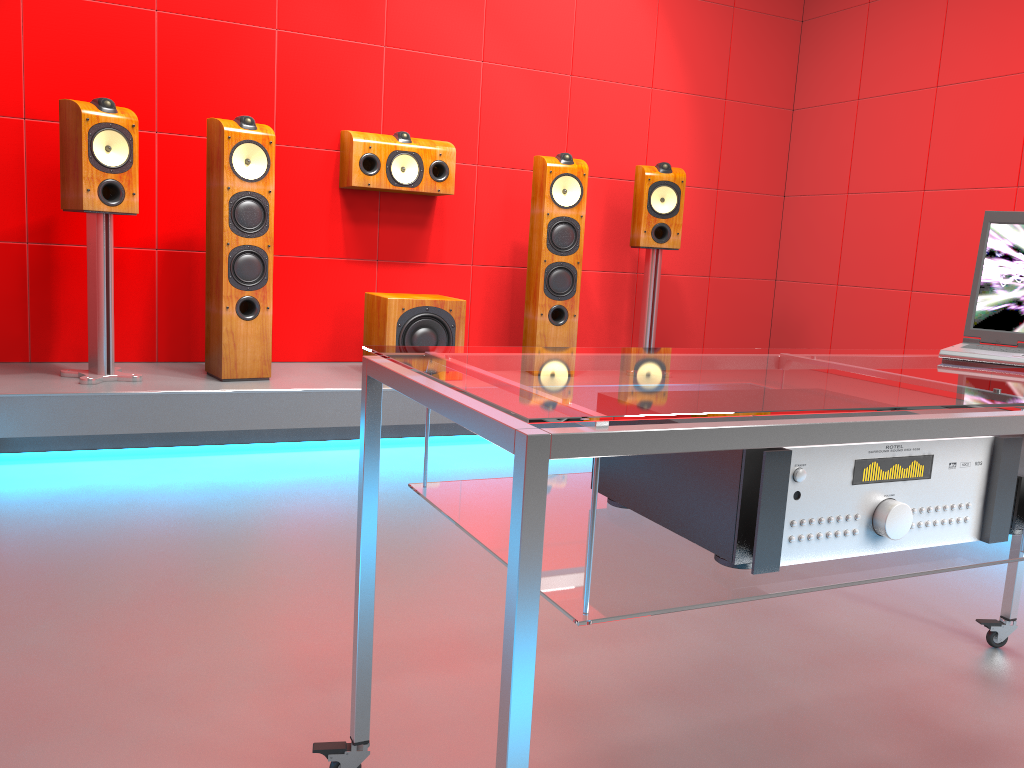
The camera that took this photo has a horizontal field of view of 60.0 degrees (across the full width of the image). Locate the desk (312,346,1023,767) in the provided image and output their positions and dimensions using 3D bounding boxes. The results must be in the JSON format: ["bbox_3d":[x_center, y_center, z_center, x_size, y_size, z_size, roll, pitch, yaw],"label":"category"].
[{"bbox_3d":[0.555,0.319,1.425,1.617,0.690,0.594,-1,10,-25],"label":"desk"}]

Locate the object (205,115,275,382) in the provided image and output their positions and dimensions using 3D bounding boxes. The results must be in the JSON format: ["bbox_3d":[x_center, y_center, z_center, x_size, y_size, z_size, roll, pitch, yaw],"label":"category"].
[{"bbox_3d":[-1.111,-0.548,3.618,0.203,1.052,0.238,-3,11,-35],"label":"object"}]

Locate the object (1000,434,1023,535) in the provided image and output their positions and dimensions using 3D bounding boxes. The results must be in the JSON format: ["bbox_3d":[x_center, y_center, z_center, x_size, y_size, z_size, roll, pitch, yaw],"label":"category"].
[{"bbox_3d":[0.836,0.148,1.459,0.435,0.092,0.365,-1,10,-25],"label":"object"}]

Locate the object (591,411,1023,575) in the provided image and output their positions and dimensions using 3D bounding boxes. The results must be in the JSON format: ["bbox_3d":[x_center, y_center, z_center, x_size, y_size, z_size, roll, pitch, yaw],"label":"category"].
[{"bbox_3d":[0.394,0.121,1.240,0.431,0.158,0.371,-1,10,-25],"label":"object"}]

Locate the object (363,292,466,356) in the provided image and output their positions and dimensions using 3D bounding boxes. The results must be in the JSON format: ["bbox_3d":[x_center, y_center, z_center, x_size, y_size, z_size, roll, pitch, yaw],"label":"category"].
[{"bbox_3d":[-0.444,-0.215,3.992,0.360,0.360,0.360,-1,10,-25],"label":"object"}]

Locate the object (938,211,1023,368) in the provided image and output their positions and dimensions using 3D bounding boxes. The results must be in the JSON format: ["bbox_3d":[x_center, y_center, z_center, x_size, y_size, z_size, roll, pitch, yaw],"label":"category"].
[{"bbox_3d":[0.998,-0.174,1.594,0.342,0.285,0.340,9,10,34],"label":"object"}]

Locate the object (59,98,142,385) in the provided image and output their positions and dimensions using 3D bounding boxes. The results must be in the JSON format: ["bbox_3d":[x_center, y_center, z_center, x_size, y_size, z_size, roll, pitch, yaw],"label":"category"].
[{"bbox_3d":[-1.578,-0.544,3.396,0.265,1.058,0.231,12,12,44],"label":"object"}]

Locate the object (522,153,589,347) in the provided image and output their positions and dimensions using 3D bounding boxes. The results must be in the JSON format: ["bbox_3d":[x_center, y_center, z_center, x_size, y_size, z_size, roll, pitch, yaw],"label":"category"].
[{"bbox_3d":[0.203,-0.568,4.265,0.203,1.052,0.238,1,9,-15],"label":"object"}]

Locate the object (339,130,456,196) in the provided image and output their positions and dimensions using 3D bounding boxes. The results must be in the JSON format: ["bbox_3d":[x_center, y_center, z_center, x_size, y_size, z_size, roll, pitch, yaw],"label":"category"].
[{"bbox_3d":[-0.535,-1.042,4.164,0.493,0.271,0.235,-1,10,-25],"label":"object"}]

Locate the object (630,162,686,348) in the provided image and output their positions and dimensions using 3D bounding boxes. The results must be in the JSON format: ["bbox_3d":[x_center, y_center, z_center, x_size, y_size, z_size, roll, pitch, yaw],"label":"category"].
[{"bbox_3d":[0.710,-0.574,4.479,0.231,1.058,0.265,3,9,-6],"label":"object"}]
